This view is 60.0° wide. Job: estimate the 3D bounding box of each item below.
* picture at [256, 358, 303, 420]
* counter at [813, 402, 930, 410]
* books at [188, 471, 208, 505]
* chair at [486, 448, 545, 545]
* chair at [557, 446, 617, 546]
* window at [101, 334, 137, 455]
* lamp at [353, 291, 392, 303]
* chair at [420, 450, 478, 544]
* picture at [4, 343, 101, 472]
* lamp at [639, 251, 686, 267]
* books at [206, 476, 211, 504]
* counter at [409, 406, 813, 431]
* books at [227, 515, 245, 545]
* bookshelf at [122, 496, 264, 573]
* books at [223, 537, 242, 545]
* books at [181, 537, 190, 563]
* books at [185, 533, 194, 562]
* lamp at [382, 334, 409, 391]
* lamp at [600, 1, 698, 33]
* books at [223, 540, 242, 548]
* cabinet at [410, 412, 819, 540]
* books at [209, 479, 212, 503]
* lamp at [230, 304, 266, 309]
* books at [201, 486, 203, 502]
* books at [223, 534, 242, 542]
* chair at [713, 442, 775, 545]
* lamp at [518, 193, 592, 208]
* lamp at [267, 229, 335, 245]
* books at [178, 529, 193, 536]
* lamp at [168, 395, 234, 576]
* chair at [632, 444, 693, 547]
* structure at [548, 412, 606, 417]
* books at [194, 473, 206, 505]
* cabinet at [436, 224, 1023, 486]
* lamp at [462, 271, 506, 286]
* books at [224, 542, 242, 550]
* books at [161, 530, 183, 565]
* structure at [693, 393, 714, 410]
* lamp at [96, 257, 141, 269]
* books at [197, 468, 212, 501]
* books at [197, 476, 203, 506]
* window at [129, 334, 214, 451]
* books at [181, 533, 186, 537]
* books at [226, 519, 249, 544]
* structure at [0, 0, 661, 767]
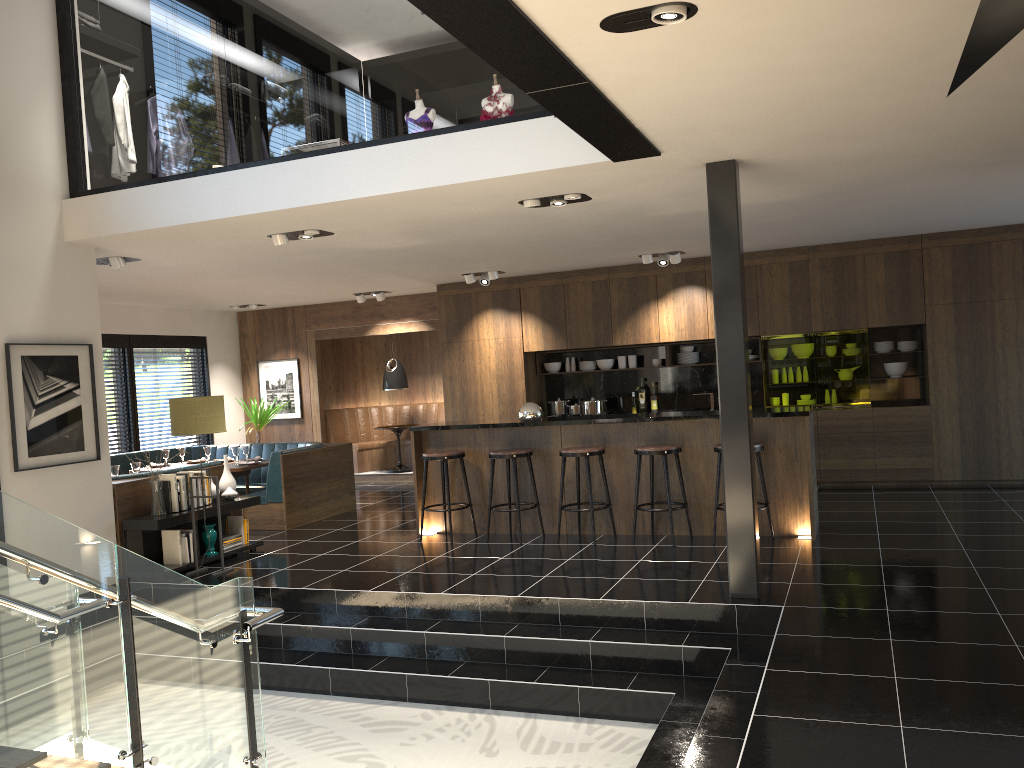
[{"bbox_3d":[-3.543,0.085,13.505,0.748,0.911,0.028,-3,1,21],"label":"picture"},{"bbox_3d":[2.496,0.339,10.738,4.592,0.005,0.862,-3,1,21],"label":"counter"},{"bbox_3d":[-2.742,0.908,7.755,0.177,0.294,0.025,-3,2,21],"label":"books"},{"bbox_3d":[0.011,0.989,7.890,0.412,0.799,0.412,-3,1,31],"label":"chair"},{"bbox_3d":[0.625,0.955,7.650,0.412,0.799,0.412,-3,1,31],"label":"chair"},{"bbox_3d":[-5.401,0.525,11.087,0.312,2.374,1.504,-3,1,21],"label":"window"},{"bbox_3d":[-1.914,-1.256,12.134,0.502,0.280,0.349,-3,1,21],"label":"lamp"},{"bbox_3d":[-0.603,1.024,8.130,0.412,0.799,0.412,-3,1,31],"label":"chair"},{"bbox_3d":[-3.402,0.155,6.607,0.028,0.911,0.748,-3,1,21],"label":"picture"},{"bbox_3d":[1.665,-1.449,9.846,0.502,0.280,0.349,-3,1,21],"label":"lamp"},{"bbox_3d":[-2.720,0.929,7.776,0.162,0.250,0.028,-3,2,21],"label":"books"},{"bbox_3d":[0.824,0.318,8.019,3.574,0.041,0.698,-3,1,21],"label":"counter"},{"bbox_3d":[-2.524,1.336,8.113,0.156,0.263,0.026,-3,2,21],"label":"books"},{"bbox_3d":[-2.715,1.313,7.673,0.356,0.500,1.303,-3,1,21],"label":"bookshelf"},{"bbox_3d":[-2.573,1.410,7.961,0.167,0.024,0.261,-3,1,18],"label":"books"},{"bbox_3d":[-2.771,1.382,7.364,0.196,0.218,0.023,-3,1,21],"label":"books"},{"bbox_3d":[-2.757,1.368,7.422,0.194,0.244,0.036,-3,1,21],"label":"books"},{"bbox_3d":[-1.745,-0.400,13.069,0.389,0.974,0.389,-4,1,-25],"label":"lamp"},{"bbox_3d":[0.475,-1.343,3.113,0.346,0.158,0.195,-3,1,21],"label":"lamp"},{"bbox_3d":[-2.574,1.435,7.962,0.156,0.025,0.275,-3,1,17],"label":"books"},{"bbox_3d":[0.858,0.835,8.032,3.565,0.994,0.698,-3,1,21],"label":"cabinet"},{"bbox_3d":[-2.718,0.939,7.832,0.129,0.227,0.026,-3,2,21],"label":"books"},{"bbox_3d":[-3.844,-1.180,12.887,0.502,0.213,0.349,-3,1,21],"label":"lamp"},{"bbox_3d":[-2.761,0.932,7.705,0.142,0.250,0.029,-3,2,21],"label":"books"},{"bbox_3d":[-2.579,1.385,7.962,0.156,0.025,0.274,-3,1,25],"label":"books"},{"bbox_3d":[1.853,0.885,7.170,0.412,0.799,0.412,-3,1,31],"label":"chair"},{"bbox_3d":[0.306,-1.369,6.350,0.502,0.195,0.349,-3,1,21],"label":"lamp"},{"bbox_3d":[-1.701,-1.236,7.136,0.502,0.231,0.349,-3,1,21],"label":"lamp"},{"bbox_3d":[-2.768,1.359,7.481,0.159,0.261,0.067,-3,1,21],"label":"books"},{"bbox_3d":[-2.600,0.832,7.177,0.637,1.445,0.437,-5,2,-43],"label":"lamp"},{"bbox_3d":[1.239,0.920,7.410,0.412,0.799,0.412,-3,1,31],"label":"chair"},{"bbox_3d":[0.884,0.406,11.303,0.877,0.046,0.533,-3,1,21],"label":"structure"},{"bbox_3d":[-2.746,0.916,7.729,0.154,0.280,0.028,-3,2,21],"label":"books"},{"bbox_3d":[2.461,-0.146,10.722,6.894,2.691,0.869,-3,1,21],"label":"cabinet"},{"bbox_3d":[-0.343,-1.328,10.631,0.502,0.294,0.349,-3,1,21],"label":"lamp"},{"bbox_3d":[-2.574,1.460,7.964,0.156,0.025,0.274,-3,1,18],"label":"books"},{"bbox_3d":[-2.816,1.352,7.351,0.176,0.284,0.030,-3,2,21],"label":"books"},{"bbox_3d":[2.301,0.234,10.658,0.243,0.231,0.173,-3,1,21],"label":"structure"},{"bbox_3d":[-3.570,-1.121,7.866,0.502,0.248,0.349,-3,1,21],"label":"lamp"},{"bbox_3d":[-2.721,0.899,7.857,0.131,0.307,0.022,-3,2,21],"label":"books"},{"bbox_3d":[-2.770,0.930,7.675,0.194,0.255,0.034,-3,1,21],"label":"books"},{"bbox_3d":[-4.857,0.476,12.487,0.312,2.374,1.504,-3,1,21],"label":"window"},{"bbox_3d":[-2.792,1.370,7.400,0.166,0.245,0.030,-3,1,21],"label":"books"},{"bbox_3d":[-2.522,1.351,8.146,0.231,0.232,0.037,-3,1,21],"label":"books"},{"bbox_3d":[-1.725,0.072,2.263,3.448,4.870,7.276,-3,1,21],"label":"structure"}]
